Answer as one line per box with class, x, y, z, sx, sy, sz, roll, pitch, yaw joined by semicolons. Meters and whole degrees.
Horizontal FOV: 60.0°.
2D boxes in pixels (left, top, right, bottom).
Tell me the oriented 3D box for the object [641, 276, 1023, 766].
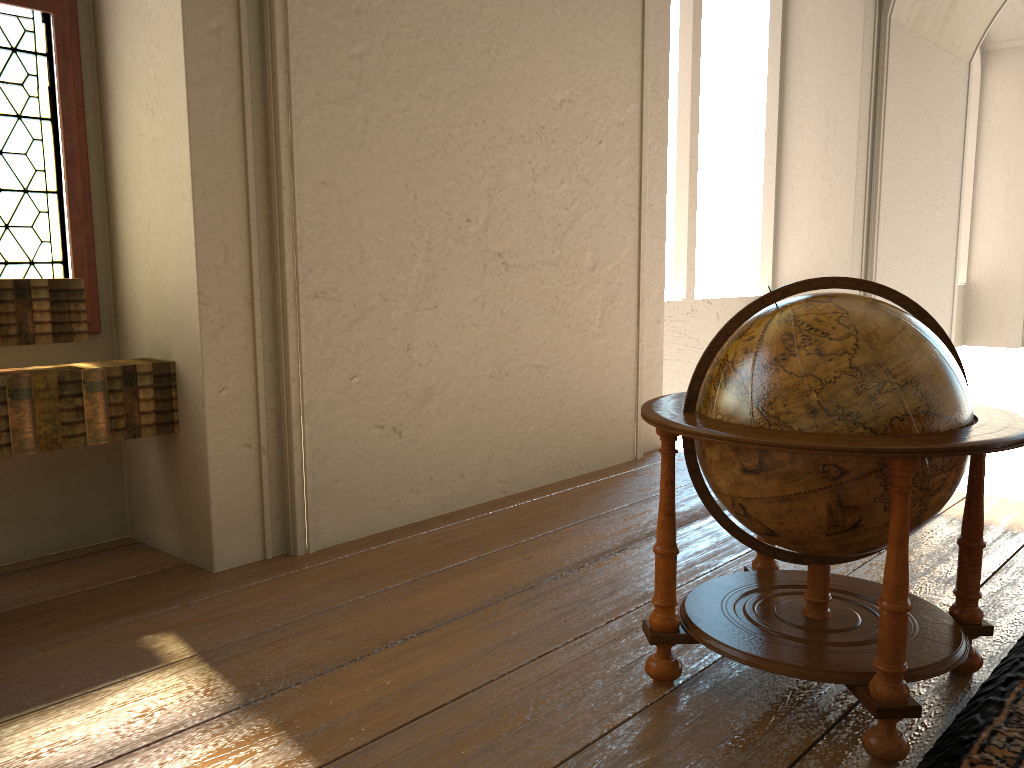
object;1.096;0.352;3.123;1.279;1.453;1.275;-2;8;-10
